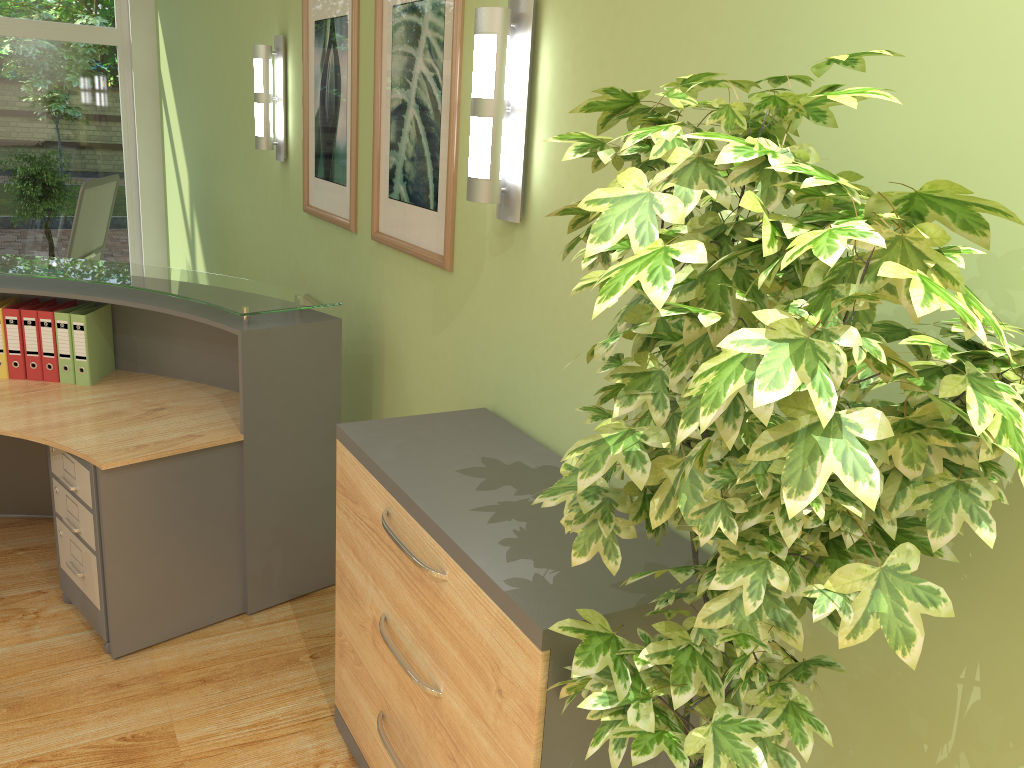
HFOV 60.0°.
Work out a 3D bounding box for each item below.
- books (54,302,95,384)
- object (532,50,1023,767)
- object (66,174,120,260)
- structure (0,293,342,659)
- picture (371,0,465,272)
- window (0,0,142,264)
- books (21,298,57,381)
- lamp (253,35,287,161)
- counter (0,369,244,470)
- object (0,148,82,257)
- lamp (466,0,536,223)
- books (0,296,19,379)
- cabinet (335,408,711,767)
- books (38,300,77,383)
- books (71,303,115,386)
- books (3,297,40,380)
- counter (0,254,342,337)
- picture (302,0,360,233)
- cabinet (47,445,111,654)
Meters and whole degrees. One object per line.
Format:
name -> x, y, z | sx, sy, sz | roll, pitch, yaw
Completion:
books -> -1.707, -0.167, 3.534 | 0.063, 0.282, 0.231 | 7, 17, 11
object -> 0.260, 0.496, 1.382 | 0.649, 1.905, 0.916 | -11, 22, -40
object -> -2.737, -0.722, 5.915 | 0.606, 1.285, 0.848 | 1, 17, -9
structure -> -2.607, 0.340, 2.750 | 3.673, 1.049, 1.837 | -12, 23, -43
picture -> -0.335, -0.931, 2.963 | 0.025, 1.000, 0.700 | -6, 19, -29
window -> -7.450, -1.832, 5.599 | 9.401, 3.000, 0.092 | -6, 19, -29
books -> -1.853, -0.180, 3.546 | 0.063, 0.282, 0.231 | 5, 17, 4
lamp -> -1.175, -1.383, 4.299 | 0.142, 0.580, 0.134 | -6, 19, -29
counter -> -2.557, 0.194, 2.664 | 3.444, 0.018, 1.723 | -12, 23, -43
object -> -3.758, -1.208, 7.156 | 0.590, 1.376, 0.503 | 5, 17, 5
lamp -> -0.036, -0.723, 2.331 | 0.142, 0.580, 0.134 | -6, 19, -29
books -> -2.024, -0.189, 3.540 | 0.062, 0.282, 0.233 | -1, 17, -15
cabinet -> -0.061, 0.709, 2.217 | 0.501, 0.966, 1.115 | -6, 19, -29
books -> -1.805, -0.175, 3.541 | 0.062, 0.282, 0.233 | 2, 17, -5
books -> -1.638, -0.159, 3.523 | 0.063, 0.282, 0.231 | 7, 17, 12
books -> -1.922, -0.184, 3.546 | 0.063, 0.282, 0.231 | 5, 17, 4
counter -> -2.572, -0.199, 2.589 | 3.674, 0.078, 1.837 | -12, 23, -43
picture -> -0.773, -1.184, 3.720 | 0.025, 1.000, 0.700 | -6, 19, -29
cabinet -> -1.322, 0.493, 3.178 | 0.502, 0.692, 0.463 | -12, 23, -43
